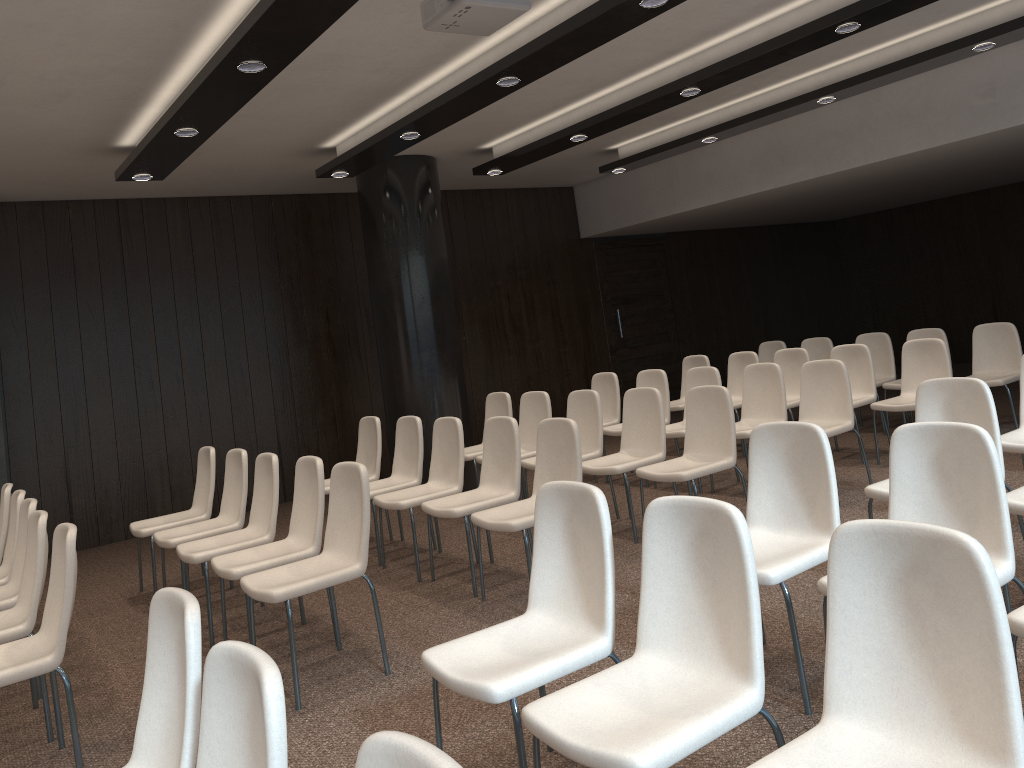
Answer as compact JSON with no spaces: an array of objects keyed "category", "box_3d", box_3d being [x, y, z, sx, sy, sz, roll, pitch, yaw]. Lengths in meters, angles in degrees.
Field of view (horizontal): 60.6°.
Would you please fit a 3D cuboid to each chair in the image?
[{"category":"chair","box_3d":[0.047,0.806,2.674,0.562,0.910,0.523,-6,-3,-33]},{"category":"chair","box_3d":[-0.904,0.856,3.958,0.562,0.910,0.523,-6,-3,-35]},{"category":"chair","box_3d":[-1.886,1.037,3.248,0.562,0.910,0.523,-6,-3,-34]},{"category":"chair","box_3d":[1.710,0.195,8.679,0.562,0.910,0.523,-6,-3,-32]},{"category":"chair","box_3d":[-0.879,0.716,6.114,0.562,0.910,0.523,-6,-3,-33]},{"category":"chair","box_3d":[-1.239,0.736,6.586,0.562,0.910,0.523,-6,-3,-32]},{"category":"chair","box_3d":[-0.950,0.991,1.934,0.562,0.910,0.523,-6,-3,-35]},{"category":"chair","box_3d":[2.674,0.022,9.314,0.562,0.910,0.523,-6,-3,-32]},{"category":"chair","box_3d":[-2.254,0.921,5.894,0.562,0.910,0.523,-6,-3,-33]},{"category":"chair","box_3d":[1.078,0.359,7.473,0.562,0.910,0.523,-6,-3,-34]},{"category":"chair","box_3d":[2.061,0.178,8.187,0.562,0.910,0.523,-6,-3,-33]},{"category":"chair","box_3d":[-1.561,0.887,4.903,0.562,0.910,0.523,-6,-3,-32]},{"category":"chair","box_3d":[0.387,0.530,6.289,0.562,0.910,0.523,-6,-3,-33]},{"category":"chair","box_3d":[2.708,0.151,7.196,0.562,0.910,0.523,-6,-3,-36]},{"category":"chair","box_3d":[0.047,0.544,6.807,0.562,0.910,0.523,-6,-3,-36]},{"category":"chair","box_3d":[-0.258,0.556,7.290,0.562,0.910,0.523,-6,-3,-33]},{"category":"chair","box_3d":[0.749,0.510,5.806,0.562,0.910,0.523,-6,-3,-34]},{"category":"chair","box_3d":[1.762,0.326,6.501,0.562,0.910,0.523,-6,-3,-33]},{"category":"chair","box_3d":[2.882,0.285,4.700,0.562,0.910,0.523,-6,-3,-35]},{"category":"chair","box_3d":[-1.893,0.901,5.413,0.562,0.910,0.523,-6,-3,-34]},{"category":"chair","box_3d":[-0.258,0.959,0.937,0.562,0.910,0.523,-6,-3,-32]},{"category":"chair","box_3d":[3.666,-0.024,7.870,0.562,0.910,0.523,-6,-3,-36]},{"category":"chair","box_3d":[-3.257,1.102,5.226,0.562,0.910,0.523,-6,-3,-32]},{"category":"chair","box_3d":[0.353,0.795,2.191,0.562,0.910,0.523,-6,-3,-35]},{"category":"chair","box_3d":[-2.587,1.070,4.259,0.562,0.910,0.523,-6,-3,-35]},{"category":"chair","box_3d":[2.279,0.444,3.518,0.562,0.910,0.523,-6,-3,-34]},{"category":"chair","box_3d":[2.990,0.009,8.815,0.562,0.910,0.523,-6,-4,-36]},{"category":"chair","box_3d":[-1.208,0.868,4.439,0.562,0.910,0.523,-6,-3,-32]},{"category":"chair","box_3d":[0.107,0.673,4.640,0.562,0.910,0.523,-6,-3,-32]},{"category":"chair","box_3d":[1.960,0.456,4.020,0.562,0.910,0.523,-6,-3,-33]},{"category":"chair","box_3d":[2.380,0.164,7.715,0.562,0.910,0.523,-6,-3,-36]},{"category":"chair","box_3d":[2.066,0.315,6.019,0.562,0.910,0.523,-6,-4,-36]},{"category":"chair","box_3d":[0.966,0.638,3.326,0.562,0.910,0.523,-6,-3,-36]},{"category":"chair","box_3d":[-2.258,1.058,3.740,0.562,0.910,0.523,-6,-3,-34]},{"category":"chair","box_3d":[1.330,0.618,2.839,0.562,0.910,0.523,-6,-3,-34]},{"category":"chair","box_3d":[0.691,0.780,1.676,0.562,0.910,0.523,-6,-3,-34]},{"category":"chair","box_3d":[1.081,0.497,5.297,0.562,0.910,0.523,-6,-3,-32]},{"category":"chair","box_3d":[0.716,0.379,7.955,0.562,0.910,0.523,-6,-3,-32]},{"category":"chair","box_3d":[-0.567,0.705,5.614,0.562,0.910,0.523,-6,-3,-32]},{"category":"chair","box_3d":[3.084,0.131,6.699,0.562,0.910,0.523,-6,-3,-33]},{"category":"chair","box_3d":[-0.210,0.684,5.159,0.562,0.910,0.523,-6,-3,-32]},{"category":"chair","box_3d":[1.661,0.605,2.331,0.562,0.910,0.523,-6,-3,-33]},{"category":"chair","box_3d":[-0.631,0.979,1.431,0.562,0.910,0.523,-6,-3,-36]},{"category":"chair","box_3d":[1.408,0.346,6.964,0.562,0.910,0.523,-6,-3,-33]},{"category":"chair","box_3d":[4.019,-0.042,7.372,0.562,0.910,0.523,-6,-3,-35]},{"category":"chair","box_3d":[3.360,-0.011,8.325,0.562,0.910,0.523,-6,-3,-35]},{"category":"chair","box_3d":[-2.908,1.085,4.735,0.562,0.910,0.523,-6,-3,-34]}]

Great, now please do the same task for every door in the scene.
[{"category":"door","box_3d":[1.770,-0.781,11.941,1.410,2.432,0.264,-6,-5,-34]}]

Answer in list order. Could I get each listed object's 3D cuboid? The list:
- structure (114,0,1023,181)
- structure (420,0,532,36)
[{"category":"structure","box_3d":[-1.924,-1.535,2.526,13.263,0.232,7.969,-10,4,-34]},{"category":"structure","box_3d":[-0.191,-1.830,4.047,0.412,0.317,0.378,-8,0,-34]}]
